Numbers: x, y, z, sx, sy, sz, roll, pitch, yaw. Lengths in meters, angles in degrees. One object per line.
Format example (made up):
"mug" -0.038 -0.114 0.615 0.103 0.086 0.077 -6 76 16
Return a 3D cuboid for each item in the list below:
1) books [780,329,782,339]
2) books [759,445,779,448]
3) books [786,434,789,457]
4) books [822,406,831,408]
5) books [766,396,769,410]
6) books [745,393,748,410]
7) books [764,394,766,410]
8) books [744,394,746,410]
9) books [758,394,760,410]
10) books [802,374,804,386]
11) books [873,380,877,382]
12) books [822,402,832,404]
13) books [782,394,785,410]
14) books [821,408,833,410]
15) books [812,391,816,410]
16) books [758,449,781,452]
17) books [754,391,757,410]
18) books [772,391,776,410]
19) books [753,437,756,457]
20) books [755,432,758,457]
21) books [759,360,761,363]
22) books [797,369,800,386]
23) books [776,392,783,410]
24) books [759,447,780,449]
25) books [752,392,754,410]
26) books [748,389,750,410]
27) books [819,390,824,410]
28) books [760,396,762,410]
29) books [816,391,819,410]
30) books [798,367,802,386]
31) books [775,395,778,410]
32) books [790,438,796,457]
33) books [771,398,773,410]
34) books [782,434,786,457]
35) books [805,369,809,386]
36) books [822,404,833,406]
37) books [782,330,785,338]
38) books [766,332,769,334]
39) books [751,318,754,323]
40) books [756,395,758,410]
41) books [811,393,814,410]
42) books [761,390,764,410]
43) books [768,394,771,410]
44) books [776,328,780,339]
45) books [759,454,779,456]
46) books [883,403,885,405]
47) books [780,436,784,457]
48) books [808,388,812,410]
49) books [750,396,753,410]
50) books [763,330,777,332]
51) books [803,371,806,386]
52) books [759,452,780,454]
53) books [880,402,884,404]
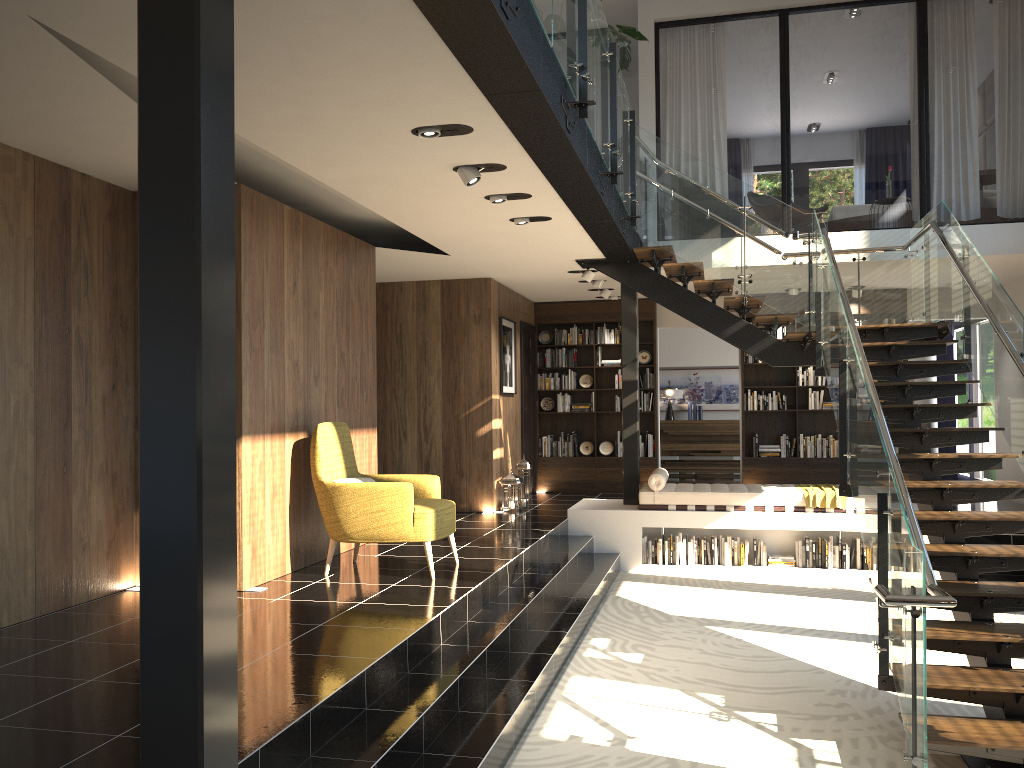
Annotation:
"books" 3.608 -0.753 11.920 0.034 0.311 0.149 -1 -1 13
"books" 3.467 0.843 11.959 0.257 0.024 0.167 -1 -2 13
"books" 3.690 0.831 11.902 0.036 0.302 0.186 -1 -1 13
"books" 4.242 0.300 11.743 0.275 0.025 0.156 -1 -2 9
"books" 3.440 0.258 11.960 0.033 0.193 0.172 -1 -1 13
"books" 3.187 0.240 12.038 0.028 0.237 0.134 -1 -1 13
"books" 3.414 0.247 11.973 0.021 0.216 0.170 -1 -1 13
"books" 3.160 0.246 12.040 0.025 0.227 0.156 -1 -1 13
"books" 3.337 0.243 11.981 0.028 0.227 0.136 -1 -1 13
"books" 3.881 -0.053 11.847 0.027 0.162 0.125 -1 -1 13
"books" 4.837 -0.039 11.651 0.259 0.020 0.167 -1 -2 11
"books" 4.242 0.251 11.745 0.274 0.025 0.156 -1 -2 16
"books" 3.643 0.245 11.899 0.028 0.210 0.169 -1 -1 13
"books" 4.243 0.326 11.744 0.274 0.025 0.156 -1 -2 10
"books" 4.016 0.220 11.792 0.030 0.245 0.166 -1 -1 13
"books" 3.467 0.896 11.954 0.287 0.030 0.176 -1 -2 11
"books" 3.285 0.227 11.981 0.029 0.258 0.181 -1 -1 13
"books" 3.520 0.224 11.919 0.029 0.256 0.167 -1 -1 13
"books" 3.284 0.854 12.014 0.025 0.270 0.156 -1 -1 13
"books" 3.300 0.818 11.965 0.028 0.340 0.203 -1 -1 13
"books" 3.346 -0.398 11.977 0.034 0.245 0.127 -1 -1 13
"books" 3.823 -0.085 11.863 0.030 0.228 0.176 -1 -1 13
"books" 3.594 0.233 11.908 0.070 0.236 0.206 -1 -1 13
"books" 3.470 0.868 11.969 0.271 0.025 0.156 -1 -2 14
"books" 3.264 0.235 12.004 0.023 0.245 0.159 -1 -1 13
"books" 3.207 0.217 11.999 0.028 0.282 0.169 -1 -1 13
"books" 4.100 0.210 11.779 0.067 0.261 0.159 -1 -1 13
"books" 3.360 0.257 11.968 0.024 0.197 0.173 -1 -1 13
"books" 4.043 0.219 11.760 0.036 0.244 0.194 -1 -1 13
"books" 3.852 -0.107 11.854 0.031 0.272 0.158 -1 -1 13
"books" 3.554 0.250 11.936 0.030 0.205 0.170 -1 -1 13
"books" 3.768 0.853 11.889 0.075 0.254 0.181 -1 -1 13
"books" 3.498 0.268 11.946 0.027 0.171 0.146 -1 -1 13
"books" 3.658 0.828 11.914 0.031 0.310 0.169 -1 -1 13
"books" 3.925 -0.087 11.815 0.027 0.228 0.208 -1 -1 13
"books" 4.241 0.276 11.740 0.261 0.024 0.167 -1 -2 10
"books" 3.640 -0.734 11.913 0.029 0.272 0.173 -1 -1 13
"books" 3.420 -0.683 11.981 0.270 0.025 0.156 -1 -2 13
"books" 3.254 -0.736 11.993 0.028 0.290 0.170 -1 -1 13
"books" 3.313 0.253 11.987 0.022 0.207 0.130 -1 -1 13
"books" 3.983 0.233 11.766 0.023 0.218 0.196 -1 -1 13
"books" 3.387 0.219 11.966 0.029 0.272 0.152 -1 -1 13
"books" 3.468 0.243 11.941 0.030 0.221 0.190 -1 -1 13
"books" 3.574 -0.739 11.916 0.030 0.284 0.176 -1 -1 13
"books" 3.468 0.948 11.955 0.258 0.024 0.167 -1 -2 14
"books" 4.881 0.204 11.580 0.030 0.244 0.176 -1 -1 13
"books" 3.624 0.841 11.903 0.030 0.284 0.177 -1 -1 13
"books" 3.965 0.201 11.808 0.030 0.284 0.176 -1 -1 13
"books" 3.234 0.258 11.990 0.028 0.199 0.175 -1 -1 13
"books" 3.417 -0.711 11.969 0.285 0.030 0.176 -1 -2 12
"books" 3.903 -0.072 11.828 0.024 0.197 0.175 -1 -1 13
"books" 3.470 0.924 11.968 0.271 0.025 0.156 -1 -2 14
"books" 4.724 0.248 11.632 0.268 0.022 0.156 -1 -2 9
